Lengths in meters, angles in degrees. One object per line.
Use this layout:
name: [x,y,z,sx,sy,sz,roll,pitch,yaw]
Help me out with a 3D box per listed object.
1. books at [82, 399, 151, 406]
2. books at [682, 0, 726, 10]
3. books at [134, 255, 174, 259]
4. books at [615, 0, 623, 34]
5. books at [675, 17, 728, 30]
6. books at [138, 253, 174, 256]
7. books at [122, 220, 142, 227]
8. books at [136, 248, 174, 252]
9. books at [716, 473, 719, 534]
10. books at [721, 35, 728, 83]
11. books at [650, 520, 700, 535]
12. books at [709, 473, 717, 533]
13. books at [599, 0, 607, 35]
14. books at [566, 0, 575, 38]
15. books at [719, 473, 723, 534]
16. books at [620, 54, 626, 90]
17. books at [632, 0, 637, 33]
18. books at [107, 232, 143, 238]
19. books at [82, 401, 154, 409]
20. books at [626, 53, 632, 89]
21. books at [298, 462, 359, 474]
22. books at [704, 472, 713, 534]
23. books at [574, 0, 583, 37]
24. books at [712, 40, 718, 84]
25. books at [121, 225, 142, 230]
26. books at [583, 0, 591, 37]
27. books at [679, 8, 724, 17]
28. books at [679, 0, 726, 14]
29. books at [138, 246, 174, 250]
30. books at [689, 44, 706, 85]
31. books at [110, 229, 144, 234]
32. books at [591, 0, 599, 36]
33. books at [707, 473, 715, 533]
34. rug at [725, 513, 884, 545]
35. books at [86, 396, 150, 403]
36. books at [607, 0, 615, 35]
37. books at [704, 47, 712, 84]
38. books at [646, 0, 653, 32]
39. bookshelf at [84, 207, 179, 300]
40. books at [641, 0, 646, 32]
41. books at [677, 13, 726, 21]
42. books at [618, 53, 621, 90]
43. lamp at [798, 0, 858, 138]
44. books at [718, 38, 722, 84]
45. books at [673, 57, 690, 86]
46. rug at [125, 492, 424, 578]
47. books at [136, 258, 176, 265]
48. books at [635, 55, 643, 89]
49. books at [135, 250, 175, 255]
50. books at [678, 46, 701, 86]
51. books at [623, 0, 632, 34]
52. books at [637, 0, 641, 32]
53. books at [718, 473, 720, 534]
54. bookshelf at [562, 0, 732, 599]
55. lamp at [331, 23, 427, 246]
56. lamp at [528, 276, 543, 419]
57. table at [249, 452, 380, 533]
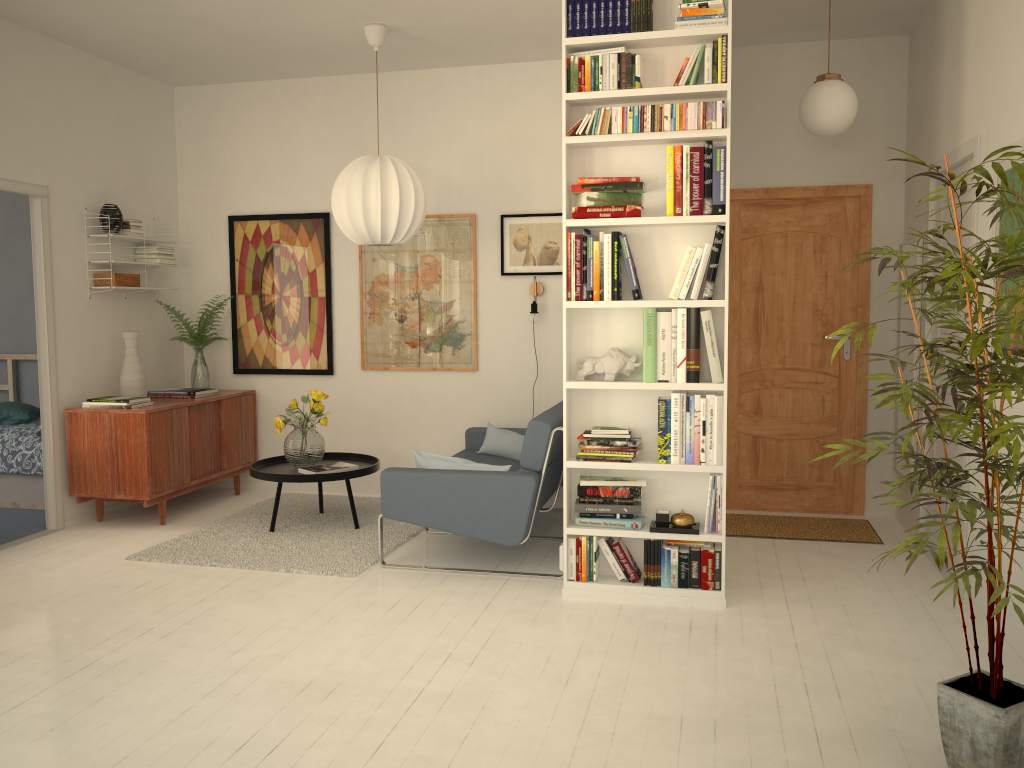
books: [-2.393,0.109,5.375,0.296,0.015,0.240,1,5,12]
books: [0.825,-1.610,3.784,0.169,0.032,0.188,1,5,18]
books: [-2.427,-0.859,6.021,0.168,0.021,0.197,1,5,16]
books: [0.477,-1.586,3.876,0.034,0.178,0.188,1,5,13]
books: [0.813,-1.511,3.804,0.214,0.038,0.223,1,5,13]
books: [-2.423,-0.876,6.036,0.147,0.012,0.195,1,5,11]
books: [-2.485,-1.033,5.703,0.178,0.036,0.145,0,5,6]
books: [-2.420,-0.909,6.024,0.153,0.013,0.197,1,5,16]
books: [0.913,0.517,3.945,0.008,0.256,0.185,1,5,13]
books: [0.907,-1.359,3.788,0.022,0.198,0.212,1,5,13]
books: [0.724,0.637,3.938,0.215,0.023,0.130,1,5,13]
books: [0.889,0.521,3.922,0.033,0.258,0.130,1,5,13]
books: [0.409,-1.587,3.892,0.034,0.178,0.188,1,5,13]
books: [0.273,-1.589,3.924,0.034,0.178,0.188,1,5,13]
books: [0.924,0.519,3.921,0.011,0.256,0.139,1,5,13]
books: [0.499,-1.341,3.894,0.024,0.155,0.207,1,5,13]
books: [0.543,-1.592,3.871,0.020,0.191,0.205,1,5,13]
books: [-2.492,-0.959,5.721,0.159,0.028,0.147,0,5,10]
books: [-2.383,0.126,5.375,0.320,0.020,0.237,0,5,9]
books: [0.515,-1.337,3.856,0.023,0.153,0.176,1,5,13]
books: [-1.075,0.499,5.201,0.289,0.031,0.200,-5,7,-42]
books: [0.878,0.517,3.959,0.034,0.257,0.209,1,5,13]
books: [0.307,-1.589,3.916,0.034,0.178,0.188,1,5,13]
books: [0.874,-1.355,3.812,0.022,0.186,0.186,1,5,13]
books: [-2.495,-1.004,5.713,0.155,0.024,0.136,0,5,6]
books: [0.341,-1.588,3.908,0.034,0.178,0.188,1,5,13]
books: [0.802,-1.563,3.799,0.173,0.030,0.199,0,5,3]
books: [0.813,-1.585,3.772,0.179,0.016,0.209,1,5,18]
books: [-2.414,-0.923,6.020,0.147,0.016,0.195,1,5,11]
books: [0.801,-1.346,3.817,0.065,0.168,0.229,1,5,13]
books: [-2.484,-0.983,5.719,0.158,0.019,0.131,1,5,15]
books: [0.375,-1.588,3.900,0.034,0.178,0.188,1,5,13]
books: [0.888,0.517,3.959,0.030,0.256,0.198,1,5,13]
rug: [1.641,0.847,5.231,0.941,0.002,0.553,1,5,13]
books: [-2.382,0.094,5.371,0.311,0.015,0.192,1,5,16]
books: [0.443,-1.587,3.884,0.034,0.178,0.188,1,5,13]
books: [0.843,-1.336,3.804,0.030,0.153,0.200,1,5,13]
books: [0.603,-1.591,3.857,0.020,0.191,0.205,1,5,13]
bookshelf: [-2.473,-0.840,5.814,0.184,0.564,0.695,1,5,13]
books: [0.580,-1.591,3.851,0.020,0.191,0.205,1,5,13]
books: [0.814,-1.539,3.800,0.200,0.018,0.209,1,5,13]
books: [0.477,-1.342,3.879,0.013,0.159,0.176,1,5,13]
lamp: [1.547,-1.596,4.328,0.275,0.767,0.275,0,5,8]
books: [0.889,-1.354,3.795,0.014,0.187,0.218,1,5,13]
books: [0.742,-1.329,3.858,0.073,0.129,0.200,1,5,13]
rug: [-1.190,0.857,5.304,1.304,0.012,1.662,1,5,15]
books: [-2.419,-0.831,6.030,0.179,0.037,0.190,1,5,13]
books: [0.557,-1.333,3.866,0.020,0.145,0.190,1,5,13]
books: [-2.424,-0.891,6.019,0.173,0.023,0.190,1,5,13]
books: [0.772,-1.345,3.838,0.092,0.165,0.223,1,5,13]
books: [0.512,-1.586,3.868,0.034,0.178,0.188,1,5,13]
books: [0.562,-1.592,3.864,0.020,0.191,0.205,1,5,13]
books: [0.918,0.518,3.931,0.007,0.257,0.181,1,5,13]
bookshelf: [0.597,-0.485,3.943,0.710,2.899,0.249,1,5,13]
lamp: [-0.766,-1.414,5.078,0.536,1.228,0.536,-5,6,-43]
lamp: [0.024,-0.003,5.887,0.360,1.415,0.112,1,5,13]
table: [-1.175,0.663,5.328,0.761,0.385,0.761,2,6,29]
